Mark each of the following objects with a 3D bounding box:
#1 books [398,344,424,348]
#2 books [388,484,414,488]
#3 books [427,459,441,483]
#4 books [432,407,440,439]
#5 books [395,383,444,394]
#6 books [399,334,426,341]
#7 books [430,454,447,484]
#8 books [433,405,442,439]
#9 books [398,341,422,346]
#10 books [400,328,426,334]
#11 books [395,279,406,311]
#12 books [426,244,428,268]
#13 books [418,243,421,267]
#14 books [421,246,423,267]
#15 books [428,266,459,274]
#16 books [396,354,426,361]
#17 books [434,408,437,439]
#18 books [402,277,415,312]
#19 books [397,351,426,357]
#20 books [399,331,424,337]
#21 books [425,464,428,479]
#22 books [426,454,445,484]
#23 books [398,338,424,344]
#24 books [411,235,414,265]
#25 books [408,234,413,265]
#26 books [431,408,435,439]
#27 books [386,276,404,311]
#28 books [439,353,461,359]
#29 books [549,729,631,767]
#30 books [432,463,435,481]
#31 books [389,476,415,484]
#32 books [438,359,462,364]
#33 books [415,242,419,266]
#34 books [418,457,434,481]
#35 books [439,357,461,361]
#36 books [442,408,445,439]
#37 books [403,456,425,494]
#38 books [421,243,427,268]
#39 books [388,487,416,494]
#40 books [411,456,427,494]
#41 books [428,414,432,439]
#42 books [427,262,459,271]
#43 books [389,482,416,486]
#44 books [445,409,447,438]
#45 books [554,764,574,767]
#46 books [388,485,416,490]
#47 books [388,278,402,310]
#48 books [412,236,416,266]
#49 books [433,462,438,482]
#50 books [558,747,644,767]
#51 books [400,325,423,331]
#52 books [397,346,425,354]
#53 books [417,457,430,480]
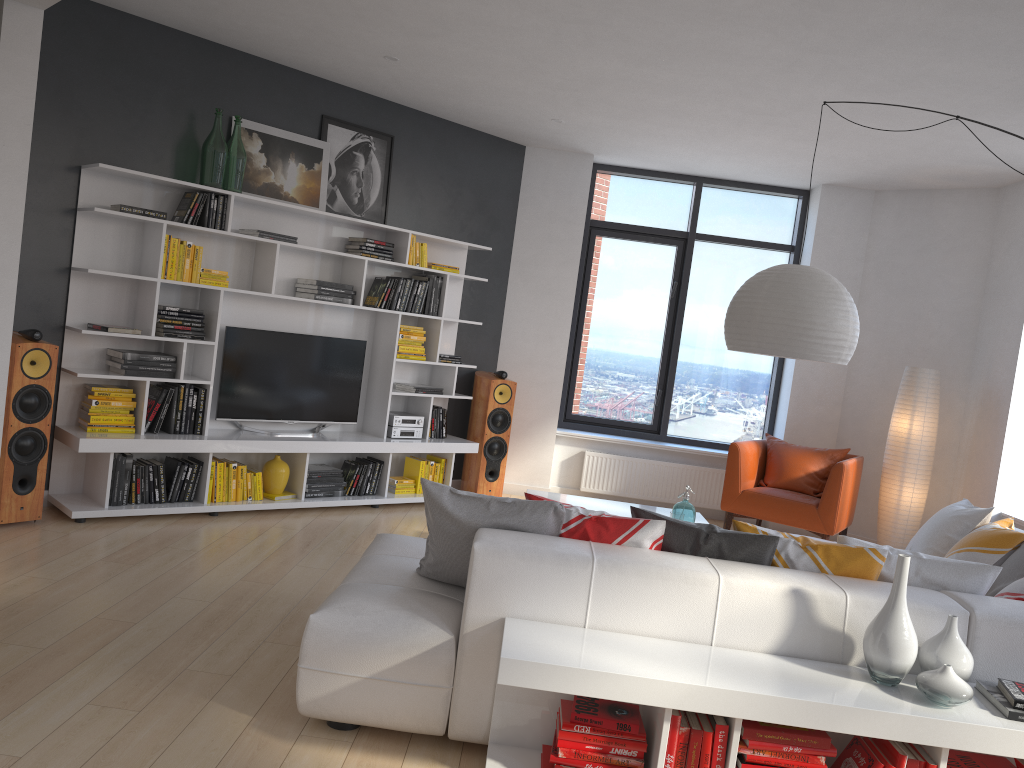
[{"bbox_3d":[-0.833,-0.303,6.829,0.251,0.014,0.189,5,4,-40],"label":"books"},{"bbox_3d":[-0.852,0.779,6.808,0.169,0.018,0.113,4,5,-42],"label":"books"},{"bbox_3d":[-0.641,0.728,7.028,0.024,0.234,0.172,4,5,-43],"label":"books"},{"bbox_3d":[-0.637,0.301,7.038,0.050,0.242,0.169,4,5,-44],"label":"books"},{"bbox_3d":[-0.731,0.036,6.954,0.250,0.047,0.310,11,5,42],"label":"books"},{"bbox_3d":[-0.812,-0.364,6.831,0.239,0.033,0.176,5,4,-40],"label":"books"},{"bbox_3d":[-0.608,0.712,7.076,0.025,0.270,0.213,4,5,-43],"label":"books"},{"bbox_3d":[-0.623,0.296,7.066,0.066,0.255,0.193,4,5,-44],"label":"books"},{"bbox_3d":[-0.824,-0.318,6.807,0.217,0.023,0.145,5,4,-39],"label":"books"},{"bbox_3d":[-0.803,-0.414,6.828,0.223,0.023,0.163,5,4,-39],"label":"books"},{"bbox_3d":[-0.885,-0.670,6.651,0.068,0.243,0.179,4,5,-45],"label":"books"},{"bbox_3d":[-0.689,-0.975,6.736,0.044,0.184,0.142,4,5,-43],"label":"books"},{"bbox_3d":[-0.729,-0.974,6.683,0.044,0.178,0.128,4,5,-44],"label":"books"},{"bbox_3d":[-0.709,-0.962,6.687,0.046,0.161,0.108,4,5,-45],"label":"books"},{"bbox_3d":[-0.569,-0.890,6.908,0.257,0.028,0.194,5,4,-38],"label":"books"},{"bbox_3d":[-0.823,-0.212,6.818,0.257,0.028,0.194,5,4,-38],"label":"books"},{"bbox_3d":[-0.659,0.302,7.028,0.049,0.236,0.170,4,5,-43],"label":"books"},{"bbox_3d":[-0.836,-0.676,6.703,0.066,0.260,0.197,4,5,-43],"label":"books"},{"bbox_3d":[-0.827,-0.239,6.820,0.257,0.024,0.203,5,4,-40],"label":"books"},{"bbox_3d":[-0.814,-0.392,6.826,0.227,0.022,0.160,6,4,-28],"label":"books"},{"bbox_3d":[-0.721,0.728,6.927,0.024,0.229,0.156,4,5,-44],"label":"books"},{"bbox_3d":[-0.622,0.711,7.051,0.029,0.270,0.204,4,5,-43],"label":"books"},{"bbox_3d":[-0.824,-0.339,6.827,0.239,0.019,0.171,4,5,-43],"label":"books"},{"bbox_3d":[-0.798,-1.004,6.640,0.041,0.224,0.163,4,5,-45],"label":"books"},{"bbox_3d":[-0.802,-1.005,6.611,0.041,0.229,0.161,4,5,-45],"label":"books"},{"bbox_3d":[-0.681,0.299,7.017,0.053,0.240,0.189,4,5,-43],"label":"books"},{"bbox_3d":[-0.908,-0.679,6.637,0.075,0.254,0.192,4,5,-44],"label":"books"},{"bbox_3d":[-0.535,-0.224,7.050,0.213,0.023,0.161,5,4,-40],"label":"books"},{"bbox_3d":[0.256,1.144,2.744,0.266,0.026,0.187,8,3,7],"label":"books"},{"bbox_3d":[-0.677,0.723,6.993,0.023,0.239,0.169,4,5,-43],"label":"books"},{"bbox_3d":[-0.864,0.740,6.827,0.186,0.026,0.138,4,5,-43],"label":"books"},{"bbox_3d":[-0.529,-0.184,7.039,0.213,0.023,0.161,5,4,-40],"label":"books"},{"bbox_3d":[-0.748,-0.977,6.674,0.054,0.180,0.132,4,5,-43],"label":"books"},{"bbox_3d":[-0.696,0.716,6.971,0.035,0.250,0.185,4,5,-43],"label":"books"},{"bbox_3d":[-0.529,-0.203,7.039,0.198,0.015,0.142,4,5,-45],"label":"books"},{"bbox_3d":[-0.597,0.304,7.081,0.066,0.242,0.177,4,5,-44],"label":"books"},{"bbox_3d":[-0.768,0.708,6.906,0.044,0.255,0.198,4,5,-43],"label":"books"},{"bbox_3d":[-0.700,-0.975,6.714,0.064,0.184,0.141,4,5,-43],"label":"books"},{"bbox_3d":[-0.864,0.813,6.824,0.190,0.033,0.147,4,5,-43],"label":"books"},{"bbox_3d":[-0.747,0.707,6.929,0.015,0.263,0.199,4,5,-43],"label":"books"},{"bbox_3d":[-0.704,0.282,6.996,0.053,0.268,0.202,4,5,-44],"label":"books"},{"bbox_3d":[-0.574,-0.917,6.911,0.257,0.024,0.203,5,4,-40],"label":"books"},{"bbox_3d":[-0.855,0.762,6.822,0.187,0.014,0.134,4,5,-43],"label":"books"},{"bbox_3d":[-0.595,0.305,7.127,0.077,0.233,0.179,4,5,-43],"label":"books"},{"bbox_3d":[0.262,1.174,2.754,0.259,0.034,0.206,8,3,4],"label":"books"},{"bbox_3d":[-0.863,0.790,6.826,0.196,0.011,0.148,4,5,-43],"label":"books"},{"bbox_3d":[-0.908,-0.669,6.602,0.069,0.242,0.172,4,5,-43],"label":"books"},{"bbox_3d":[-0.782,-1.004,6.667,0.054,0.224,0.164,4,5,-44],"label":"books"},{"bbox_3d":[-0.657,0.727,7.007,0.024,0.234,0.172,4,5,-43],"label":"books"},{"bbox_3d":[0.270,1.120,2.749,0.257,0.025,0.182,8,3,1],"label":"books"},{"bbox_3d":[-0.822,-0.441,6.836,0.223,0.023,0.163,5,4,-39],"label":"books"},{"bbox_3d":[-0.825,-0.273,6.822,0.243,0.042,0.189,4,5,-43],"label":"books"},{"bbox_3d":[-0.717,0.714,6.954,0.019,0.251,0.180,4,5,-43],"label":"books"}]
